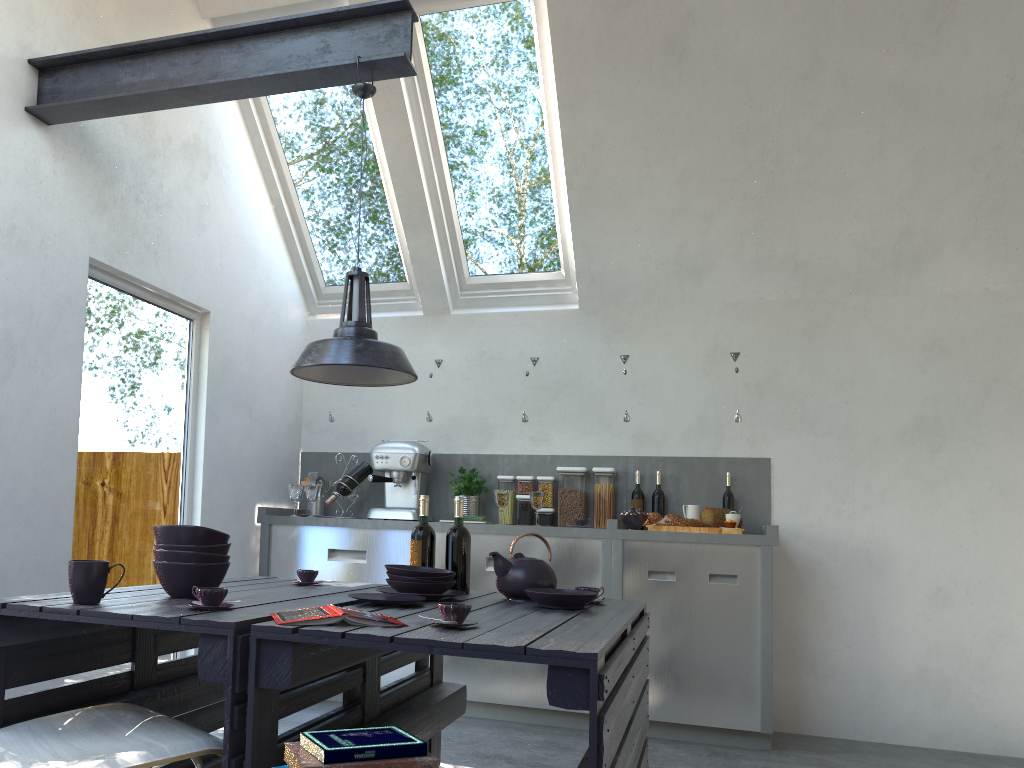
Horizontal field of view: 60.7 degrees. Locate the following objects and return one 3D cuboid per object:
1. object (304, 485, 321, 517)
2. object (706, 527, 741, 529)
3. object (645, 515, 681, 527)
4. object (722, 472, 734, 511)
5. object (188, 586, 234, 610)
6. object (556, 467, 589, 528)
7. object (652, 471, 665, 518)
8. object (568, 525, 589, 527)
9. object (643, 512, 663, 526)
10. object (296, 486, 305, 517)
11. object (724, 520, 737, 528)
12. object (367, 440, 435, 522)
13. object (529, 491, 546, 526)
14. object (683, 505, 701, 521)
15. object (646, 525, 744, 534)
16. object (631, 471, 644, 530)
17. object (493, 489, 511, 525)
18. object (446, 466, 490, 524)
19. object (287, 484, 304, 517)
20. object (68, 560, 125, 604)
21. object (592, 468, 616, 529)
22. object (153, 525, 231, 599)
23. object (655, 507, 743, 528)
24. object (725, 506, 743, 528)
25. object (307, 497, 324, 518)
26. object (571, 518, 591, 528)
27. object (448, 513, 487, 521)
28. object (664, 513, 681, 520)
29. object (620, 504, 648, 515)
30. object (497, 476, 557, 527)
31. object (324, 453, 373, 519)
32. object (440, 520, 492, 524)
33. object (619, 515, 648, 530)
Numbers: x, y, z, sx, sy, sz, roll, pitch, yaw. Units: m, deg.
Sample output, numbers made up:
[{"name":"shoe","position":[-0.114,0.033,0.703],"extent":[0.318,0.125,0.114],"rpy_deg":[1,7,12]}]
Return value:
[{"name":"object","position":[-1.199,0.703,5.243],"extent":[0.104,0.190,0.093],"rpy_deg":[-2,-7,38]},{"name":"object","position":[1.058,0.726,4.411],"extent":[0.207,0.003,0.019],"rpy_deg":[-6,-12,40]},{"name":"object","position":[0.797,0.730,4.667],"extent":[0.208,0.058,0.191],"rpy_deg":[-4,-11,36]},{"name":"object","position":[1.189,0.658,4.805],"extent":[0.065,0.342,0.060],"rpy_deg":[0,-5,19]},{"name":"object","position":[-0.775,0.552,2.257],"extent":[0.117,0.056,0.116],"rpy_deg":[2,-8,3]},{"name":"object","position":[0.349,0.663,5.075],"extent":[0.181,0.351,0.124],"rpy_deg":[0,-5,16]},{"name":"object","position":[0.825,0.663,4.925],"extent":[0.075,0.342,0.070],"rpy_deg":[0,-5,19]},{"name":"object","position":[0.352,0.755,4.642],"extent":[0.130,0.013,0.028],"rpy_deg":[4,-9,-7]},{"name":"object","position":[0.755,0.723,4.672],"extent":[0.113,0.076,0.126],"rpy_deg":[7,-9,-31]},{"name":"object","position":[-1.315,0.716,5.346],"extent":[0.096,0.190,0.101],"rpy_deg":[3,-6,-14]},{"name":"object","position":[1.106,0.710,4.430],"extent":[0.059,0.046,0.059],"rpy_deg":[2,-7,0]},{"name":"object","position":[-0.665,0.569,5.220],"extent":[0.370,0.496,0.418],"rpy_deg":[0,-7,15]},{"name":"object","position":[0.139,0.696,4.867],"extent":[0.099,0.190,0.098],"rpy_deg":[2,-5,4]},{"name":"object","position":[0.965,0.705,4.664],"extent":[0.086,0.118,0.085],"rpy_deg":[-3,-8,37]},{"name":"object","position":[0.951,0.760,4.553],"extent":[0.487,0.028,0.300],"rpy_deg":[-1,-10,17]},{"name":"object","position":[0.714,0.664,4.962],"extent":[0.074,0.342,0.072],"rpy_deg":[1,-5,9]},{"name":"object","position":[-0.058,0.675,4.790],"extent":[0.094,0.190,0.103],"rpy_deg":[4,-6,-26]},{"name":"object","position":[-0.269,0.658,5.186],"extent":[0.236,0.339,0.265],"rpy_deg":[6,-7,-32]},{"name":"object","position":[-1.291,0.693,5.203],"extent":[0.101,0.190,0.097],"rpy_deg":[1,-5,9]},{"name":"object","position":[-1.090,0.516,2.275],"extent":[0.132,0.108,0.100],"rpy_deg":[1,-7,8]},{"name":"object","position":[0.528,0.661,5.018],"extent":[0.132,0.351,0.125],"rpy_deg":[1,-5,15]},{"name":"object","position":[-0.941,0.521,2.570],"extent":[0.200,0.212,0.208],"rpy_deg":[0,-7,16]},{"name":"object","position":[0.968,0.694,4.565],"extent":[0.443,0.111,0.131],"rpy_deg":[4,-8,-12]},{"name":"object","position":[1.133,0.682,4.485],"extent":[0.069,0.120,0.077],"rpy_deg":[5,-7,-29]},{"name":"object","position":[-1.241,0.778,5.529],"extent":[0.101,0.131,0.113],"rpy_deg":[6,-8,-33]},{"name":"object","position":[0.371,0.745,4.678],"extent":[0.123,0.056,0.111],"rpy_deg":[-3,-10,31]},{"name":"object","position":[-0.278,0.752,4.919],"extent":[0.292,0.053,0.135],"rpy_deg":[-3,-10,32]},{"name":"object","position":[0.866,0.733,4.703],"extent":[0.113,0.076,0.126],"rpy_deg":[7,-9,-31]},{"name":"object","position":[0.637,0.676,4.579],"extent":[0.160,0.094,0.142],"rpy_deg":[2,-8,2]},{"name":"object","position":[0.085,0.692,5.143],"extent":[0.354,0.292,0.103],"rpy_deg":[0,-5,18]},{"name":"object","position":[-1.032,0.621,5.330],"extent":[0.249,0.391,0.313],"rpy_deg":[-4,-8,44]},{"name":"object","position":[-0.258,0.775,4.912],"extent":[0.270,0.012,0.177],"rpy_deg":[0,-10,14]},{"name":"object","position":[0.636,0.726,4.575],"extent":[0.140,0.078,0.155],"rpy_deg":[6,-9,-26]}]
